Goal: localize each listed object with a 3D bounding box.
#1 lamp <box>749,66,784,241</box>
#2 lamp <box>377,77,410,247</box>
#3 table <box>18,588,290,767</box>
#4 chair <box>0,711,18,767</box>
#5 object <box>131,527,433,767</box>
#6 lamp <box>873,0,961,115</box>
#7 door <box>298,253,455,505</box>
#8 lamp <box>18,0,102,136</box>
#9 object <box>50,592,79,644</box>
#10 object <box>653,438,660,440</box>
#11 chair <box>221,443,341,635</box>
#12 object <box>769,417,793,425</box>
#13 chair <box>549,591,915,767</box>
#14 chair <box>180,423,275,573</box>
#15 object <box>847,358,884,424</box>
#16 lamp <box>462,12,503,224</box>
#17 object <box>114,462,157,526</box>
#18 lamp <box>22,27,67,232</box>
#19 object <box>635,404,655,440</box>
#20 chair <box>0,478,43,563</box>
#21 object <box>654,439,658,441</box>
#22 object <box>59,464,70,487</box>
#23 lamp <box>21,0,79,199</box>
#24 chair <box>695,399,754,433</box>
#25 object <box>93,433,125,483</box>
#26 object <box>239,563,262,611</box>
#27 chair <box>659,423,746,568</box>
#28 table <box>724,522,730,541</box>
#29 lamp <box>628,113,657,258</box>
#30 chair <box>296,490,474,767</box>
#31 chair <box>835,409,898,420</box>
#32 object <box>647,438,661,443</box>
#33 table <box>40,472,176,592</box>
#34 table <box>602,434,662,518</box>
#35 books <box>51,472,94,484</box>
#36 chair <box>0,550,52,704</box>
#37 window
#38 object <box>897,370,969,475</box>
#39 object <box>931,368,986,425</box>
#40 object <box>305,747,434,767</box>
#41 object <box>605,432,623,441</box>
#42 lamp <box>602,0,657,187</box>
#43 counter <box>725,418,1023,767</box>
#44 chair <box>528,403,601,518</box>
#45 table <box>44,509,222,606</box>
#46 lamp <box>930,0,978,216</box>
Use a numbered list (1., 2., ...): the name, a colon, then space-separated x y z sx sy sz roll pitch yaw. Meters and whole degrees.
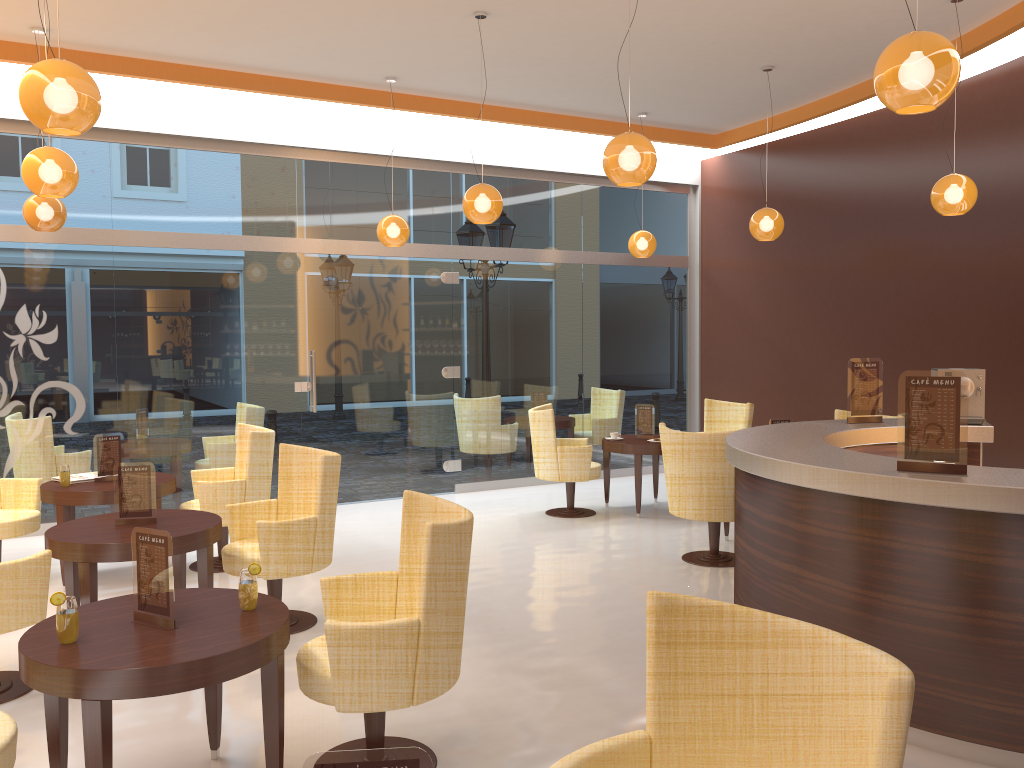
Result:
1. lamp: 2.237 -2.015 7.780 0.299 1.500 0.299 2 4 39
2. lamp: -1.083 -1.999 8.018 0.299 1.500 0.299 2 4 36
3. table: -1.222 1.172 3.110 0.872 0.679 0.874 0 3 3
4. chair: -1.850 1.034 2.610 0.685 1.017 0.729 -3 4 -40
5. object: -0.761 0.705 2.250 0.187 0.335 2.090 -2 4 -32
6. lamp: 1.507 -1.775 3.285 0.299 1.500 0.299 -1 3 -11
7. door: -1.345 -0.048 9.048 1.640 2.499 0.020 -2 3 -29
8. lamp: -1.813 -1.759 3.523 0.299 1.500 0.299 -1 3 -3
9. object: -1.453 0.760 2.894 0.067 0.171 0.072 1 3 19
10. object: 1.352 0.516 8.294 0.052 0.016 0.055 -2 3 -29
11. chair: -1.350 0.895 5.202 0.685 1.017 0.729 -2 4 -32
12. object: 2.123 0.433 7.007 0.209 0.335 0.042 -1 3 -15
13. chair: 0.444 1.050 1.922 0.685 1.017 0.729 -2 4 -32
14. chair: -2.098 0.830 6.570 0.685 1.017 0.729 -2 3 -26
15. object: 2.249 0.041 5.646 0.258 0.414 0.052 -1 3 -15
16. lamp: -0.220 -1.925 6.440 0.299 1.500 0.299 -1 3 -18
17. object: -2.017 0.586 4.747 0.209 0.335 0.042 -1 3 -11
18. lamp: -3.540 -1.909 6.678 0.299 1.500 0.299 -2 3 -29
19. object: 1.276 0.361 8.530 0.209 0.335 0.042 2 4 36
20. chair: -3.631 0.867 6.112 0.685 1.017 0.729 0 3 3
21. object: 1.347 0.526 8.260 0.054 0.018 0.051 1 3 19
22. object: -3.037 0.622 6.023 0.067 0.148 0.067 -1 3 -4
23. lamp: -2.677 -1.834 5.100 0.299 1.500 0.299 -2 3 -29
24. chair: 2.033 0.677 8.822 0.685 1.017 0.729 -2 3 -26
25. object: -2.834 0.515 6.239 0.042 0.335 0.209 2 4 44
26. object: -0.961 0.738 3.237 0.067 0.171 0.072 2 4 44
27. chair: 1.467 0.801 6.549 0.729 1.017 0.685 2 4 39
28. table: 2.118 0.939 7.046 0.872 0.679 0.874 0 3 18
29. lamp: 1.374 -2.090 9.358 0.299 1.500 0.299 1 3 29
30. chair: -0.489 0.979 3.448 0.685 1.017 0.729 -1 3 -12
31. chair: 2.843 0.747 7.362 0.685 1.017 0.729 -2 3 -22
32. object: 1.394 0.532 8.275 0.234 0.020 0.234 1 4 33
33. table: -2.830 1.021 6.266 0.872 0.679 0.874 0 3 18
34. table: 1.302 0.869 8.518 0.872 0.679 0.874 0 3 18
35. books: -3.048 0.666 6.326 0.273 0.028 0.339 2 4 36
36. chair: -2.564 0.959 4.163 0.729 1.017 0.685 1 3 29
37. window: -1.349 -0.547 9.023 8.200 3.380 0.040 -2 3 -29
38. object: 1.704 0.153 3.596 0.258 0.414 0.052 1 3 30
39. object: 2.831 0.075 5.616 0.270 0.340 0.373 0 3 16
40. object: -0.227 0.744 1.409 0.209 0.335 0.042 -1 3 -6
41. object: 0.975 0.500 8.466 0.153 0.069 0.153 -2 3 -28
42. lamp: 0.644 -1.850 4.862 0.299 1.500 0.299 2 4 39
43. counter: 1.946 0.850 4.719 1.586 1.100 2.917 0 3 16
44. chair: 0.500 0.714 8.364 0.685 1.017 0.729 0 3 3
45. table: -2.008 1.093 4.765 0.872 0.679 0.874 0 3 8
46. lamp: 3.101 -1.941 6.202 0.299 1.500 0.299 2 4 40
